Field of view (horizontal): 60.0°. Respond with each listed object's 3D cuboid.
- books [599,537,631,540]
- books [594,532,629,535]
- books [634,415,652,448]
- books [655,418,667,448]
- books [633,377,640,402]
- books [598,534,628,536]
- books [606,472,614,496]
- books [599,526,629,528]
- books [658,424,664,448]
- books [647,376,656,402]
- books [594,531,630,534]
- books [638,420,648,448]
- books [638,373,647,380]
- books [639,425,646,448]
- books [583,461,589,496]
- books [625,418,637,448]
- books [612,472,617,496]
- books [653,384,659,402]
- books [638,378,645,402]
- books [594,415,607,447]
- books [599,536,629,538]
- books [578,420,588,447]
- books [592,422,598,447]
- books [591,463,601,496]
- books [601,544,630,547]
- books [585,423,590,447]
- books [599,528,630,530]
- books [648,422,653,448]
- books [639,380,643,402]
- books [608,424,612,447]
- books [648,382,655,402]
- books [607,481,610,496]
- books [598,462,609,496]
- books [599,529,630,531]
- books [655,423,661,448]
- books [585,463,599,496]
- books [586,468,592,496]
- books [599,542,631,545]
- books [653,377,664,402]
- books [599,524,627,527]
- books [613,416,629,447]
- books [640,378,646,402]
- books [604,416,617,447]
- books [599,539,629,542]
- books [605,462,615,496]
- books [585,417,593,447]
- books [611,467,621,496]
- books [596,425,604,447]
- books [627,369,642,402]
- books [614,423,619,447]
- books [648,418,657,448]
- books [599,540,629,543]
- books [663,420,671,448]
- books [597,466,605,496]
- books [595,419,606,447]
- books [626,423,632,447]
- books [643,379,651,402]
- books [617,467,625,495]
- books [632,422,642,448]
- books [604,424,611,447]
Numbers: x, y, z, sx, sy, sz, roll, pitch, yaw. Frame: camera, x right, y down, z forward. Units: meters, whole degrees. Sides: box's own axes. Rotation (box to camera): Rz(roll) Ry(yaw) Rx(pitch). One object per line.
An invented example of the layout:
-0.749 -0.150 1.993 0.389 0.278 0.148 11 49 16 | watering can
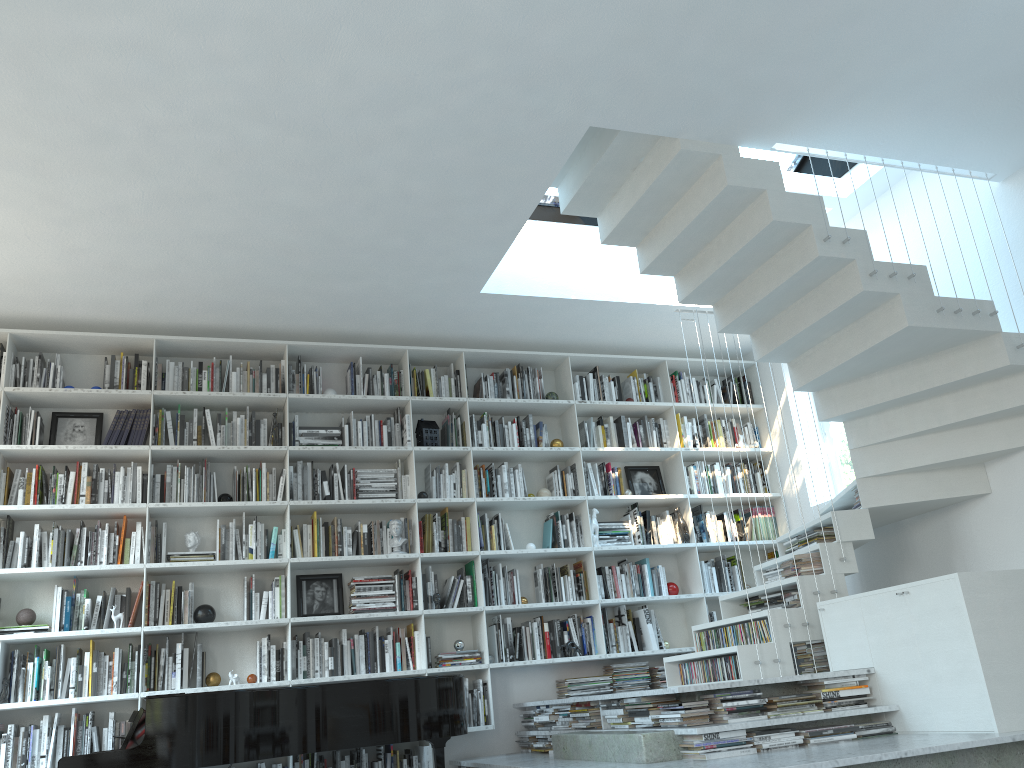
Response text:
0.717 1.162 6.574 0.285 0.012 0.160 2 -21 -21 | books
0.718 1.126 6.582 0.254 0.012 0.161 0 -21 -15 | books
1.029 0.414 6.955 0.022 0.293 0.181 1 -21 -20 | books
1.166 0.428 7.016 0.026 0.283 0.147 1 -21 -20 | books
0.957 0.093 7.065 0.016 0.251 0.189 1 -21 -20 | books
0.713 1.141 6.586 0.254 0.012 0.161 2 -21 -20 | books
0.717 0.787 6.695 0.013 0.206 0.190 1 -21 -20 | books
0.711 1.083 6.603 0.285 0.012 0.160 1 -21 -18 | books
1.145 0.452 7.004 0.022 0.233 0.159 1 -21 -20 | books
1.105 0.090 7.138 0.025 0.278 0.136 1 -21 -20 | books
0.715 1.116 6.589 0.285 0.012 0.160 3 -21 -22 | books
1.005 0.432 6.954 0.023 0.263 0.156 1 -21 -20 | books
1.058 0.078 7.121 0.020 0.298 0.131 1 -21 -20 | books
0.985 0.450 6.930 0.031 0.216 0.166 1 -21 -20 | books
0.534 0.747 6.670 0.015 0.299 0.141 1 -21 -20 | books
0.913 0.423 6.933 0.048 0.282 0.163 1 -21 -20 | books
0.746 0.791 6.722 0.033 0.212 0.153 1 -21 -20 | books
1.133 0.124 7.141 0.031 0.210 0.132 1 -21 -20 | books
1.007 0.095 7.081 0.031 0.247 0.165 1 -21 -20 | books
0.683 0.408 6.847 0.011 0.295 0.163 1 -21 -20 | books
0.718 1.149 6.573 0.254 0.012 0.161 4 -22 -24 | books
0.539 0.425 6.791 0.012 0.253 0.161 1 -21 -20 | books
0.616 0.431 6.825 0.026 0.250 0.131 1 -21 -20 | books
0.622 0.758 6.702 0.012 0.284 0.160 1 -21 -20 | books
0.722 1.206 6.554 0.254 0.012 0.161 3 -22 -23 | books
0.552 0.433 6.791 0.013 0.236 0.142 1 -21 -20 | books
0.715 1.092 6.593 0.285 0.012 0.160 4 -22 -24 | books
1.056 0.440 6.967 0.011 0.248 0.152 1 -21 -20 | books
0.994 0.103 7.065 0.007 0.225 0.171 1 -21 -20 | books
0.726 0.443 6.865 0.024 0.235 0.147 1 -21 -20 | books
1.089 0.115 7.102 0.029 0.209 0.170 1 -21 -20 | books
0.690 0.768 6.722 0.020 0.266 0.152 1 -21 -20 | books
0.678 0.753 6.708 0.012 0.286 0.177 1 -21 -20 | books
0.713 1.105 6.595 0.285 0.012 0.160 1 -21 -18 | books
1.111 0.444 6.983 0.030 0.240 0.162 1 -21 -20 | books
0.584 0.753 6.683 0.065 0.288 0.146 1 -21 -20 | books
0.552 0.769 6.658 0.011 0.247 0.156 1 -21 -20 | books
0.721 1.194 6.556 0.285 0.012 0.160 0 -21 -15 | books
1.164 0.093 7.140 0.026 0.262 0.163 1 -21 -20 | books
0.710 1.072 6.607 0.254 0.012 0.161 1 -21 -18 | books
0.819 0.409 6.841 0.032 0.264 0.246 1 -21 -20 | books
1.025 0.097 7.104 0.017 0.256 0.147 1 -21 -20 | books
0.753 0.412 6.864 0.026 0.287 0.157 1 -21 -20 | books
0.717 1.173 6.570 0.254 0.012 0.161 1 -21 -18 | books
0.722 0.755 6.722 0.014 0.284 0.176 1 -21 -20 | books
0.580 0.412 6.809 0.051 0.281 0.167 1 -21 -20 | books
0.770 0.773 6.737 0.021 0.252 0.167 1 -21 -20 | books
0.649 0.444 6.806 0.025 0.207 0.176 1 -21 -20 | books
0.981 0.061 7.085 0.007 0.319 0.166 1 -21 -20 | books
0.776 0.439 6.872 0.025 0.237 0.143 1 -21 -20 | books
1.080 0.426 6.971 0.036 0.271 0.177 1 -21 -20 | books
0.719 1.183 6.562 0.254 0.012 0.161 0 -21 -16 | books
1.195 0.437 7.021 0.031 0.264 0.170 1 -21 -20 | books
0.646 0.770 6.717 0.043 0.268 0.131 1 -21 -20 | books
0.670 0.421 6.827 0.026 0.260 0.168 1 -21 -20 | books
0.873 0.437 6.881 0.030 0.229 0.187 1 -21 -20 | books
1.049 0.100 7.087 0.018 0.234 0.187 1 -21 -20 | books
0.796 0.774 6.734 0.026 0.243 0.178 1 -21 -20 | books
0.952 0.436 6.915 0.014 0.239 0.190 1 -21 -20 | books
0.705 0.442 6.842 0.030 0.223 0.158 1 -21 -20 | books
